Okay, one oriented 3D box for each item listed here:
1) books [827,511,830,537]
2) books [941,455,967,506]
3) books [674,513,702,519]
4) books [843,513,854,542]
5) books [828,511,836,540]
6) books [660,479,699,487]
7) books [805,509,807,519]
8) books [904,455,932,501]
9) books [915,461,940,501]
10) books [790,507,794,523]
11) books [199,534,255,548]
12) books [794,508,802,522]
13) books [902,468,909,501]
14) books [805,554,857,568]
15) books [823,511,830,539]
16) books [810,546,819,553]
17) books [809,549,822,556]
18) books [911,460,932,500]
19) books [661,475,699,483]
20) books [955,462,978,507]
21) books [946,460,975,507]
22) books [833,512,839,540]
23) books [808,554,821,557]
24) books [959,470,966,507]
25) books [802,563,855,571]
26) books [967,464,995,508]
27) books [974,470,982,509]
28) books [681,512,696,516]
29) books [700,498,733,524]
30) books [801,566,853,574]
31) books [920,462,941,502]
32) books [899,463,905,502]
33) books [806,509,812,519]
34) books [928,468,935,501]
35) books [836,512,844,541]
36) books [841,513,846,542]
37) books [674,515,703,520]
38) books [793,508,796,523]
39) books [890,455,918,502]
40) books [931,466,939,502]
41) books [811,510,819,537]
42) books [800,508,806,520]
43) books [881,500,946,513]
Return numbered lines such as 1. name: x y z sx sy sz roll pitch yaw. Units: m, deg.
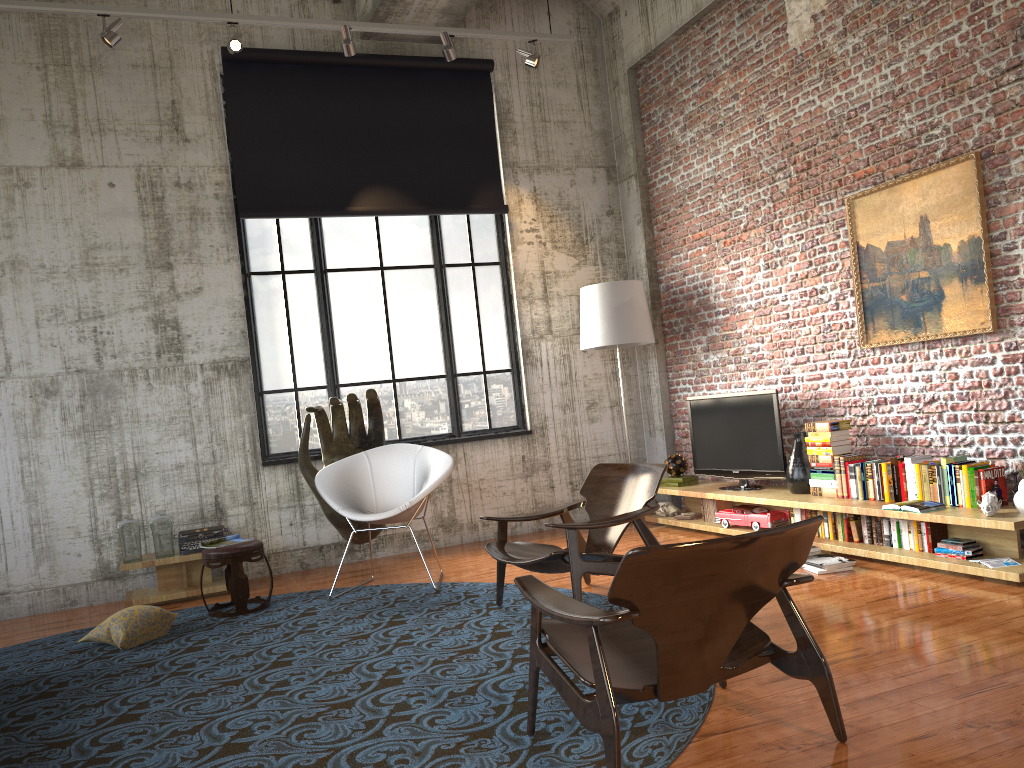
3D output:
1. books: 2.270 0.960 6.167 0.158 0.220 0.030 -6 0 -22
2. books: 2.696 0.587 5.382 0.176 0.290 0.036 -6 1 -22
3. books: 1.548 1.156 7.778 0.167 0.021 0.210 -7 -2 43
4. books: 2.314 0.951 5.990 0.158 0.220 0.030 -6 0 -22
5. books: 2.263 0.960 6.132 0.158 0.220 0.030 -6 0 -22
6. books: 1.504 0.898 8.052 0.242 0.037 0.302 -5 -1 -30
7. books: 2.178 0.987 6.364 0.139 0.193 0.024 -6 0 -22
8. books: 2.593 0.603 5.634 0.176 0.290 0.053 -6 0 -22
9. books: 2.619 0.617 5.561 0.183 0.253 0.034 -6 0 -22
10. books: 2.113 0.985 6.502 0.138 0.217 0.022 -6 1 -22
11. books: -2.012 1.111 6.257 0.229 0.043 0.300 -7 -2 42
12. books: 2.146 0.965 6.447 0.171 0.246 0.057 -6 0 -22
13. books: 2.574 0.640 5.668 0.161 0.223 0.026 -6 0 -22
14. books: 1.985 1.124 5.635 0.250 0.014 0.311 -6 -1 -16
15. books: 2.248 0.972 6.191 0.145 0.200 0.032 -6 0 -22
16. books: 1.856 1.105 5.946 0.262 0.028 0.320 -6 -1 -12
17. books: 1.887 1.130 5.969 0.236 0.028 0.300 -5 -1 -24
18. books: 2.610 0.619 5.594 0.183 0.253 0.034 -6 0 -22
19. books: 1.501 0.861 8.052 0.242 0.037 0.302 -5 -2 -42
20. books: 2.727 0.602 5.296 0.159 0.250 0.026 -6 1 -22
21. books: 2.714 0.599 5.337 0.180 0.259 0.060 -6 0 -22
22. books: 2.295 0.953 6.101 0.156 0.225 0.052 -6 0 -22
23. books: 1.902 1.163 5.963 0.236 0.040 0.320 -6 -1 -20
24. books: 2.739 0.613 5.272 0.161 0.223 0.027 -6 0 -22
25. books: 1.977 1.141 5.634 0.231 0.017 0.307 -5 -1 -24
26. books: 2.771 0.600 5.212 0.174 0.240 0.045 -6 0 -22
27. books: 2.775 0.607 5.175 0.161 0.223 0.026 -6 0 -22
28. books: 1.547 1.138 7.766 0.113 0.016 0.114 -6 -1 2
29. books: 1.720 1.051 7.431 0.173 0.218 0.232 -6 0 -22
30. books: 1.980 1.158 5.629 0.231 0.017 0.313 -6 -1 -7
31. books: 2.639 0.618 5.520 0.171 0.246 0.057 -6 0 -22
32. books: 2.565 0.628 5.692 0.159 0.250 0.026 -6 1 -22
33. books: 2.185 0.978 6.333 0.151 0.208 0.039 -6 0 -22
34. books: 2.654 0.627 5.481 0.161 0.223 0.027 -6 0 -22
35. books: 2.295 0.960 6.050 0.151 0.208 0.039 -6 0 -22
36. books: 2.312 0.952 6.020 0.158 0.220 0.030 -6 0 -22
37. books: 1.552 1.175 7.787 0.211 0.020 0.162 -7 -2 36
38. books: 2.126 0.995 6.482 0.139 0.193 0.023 -6 0 -22
39. books: 2.560 0.612 5.740 0.197 0.284 0.066 -6 0 -22
40. books: 2.673 0.616 5.451 0.174 0.240 0.045 -6 0 -22
41. books: 2.204 0.973 6.293 0.148 0.213 0.049 -6 0 -22
42. books: 2.162 0.960 6.397 0.152 0.252 0.046 -6 0 -22
43. books: 2.437 0.740 5.381 0.214 0.040 0.317 -6 -1 -22
